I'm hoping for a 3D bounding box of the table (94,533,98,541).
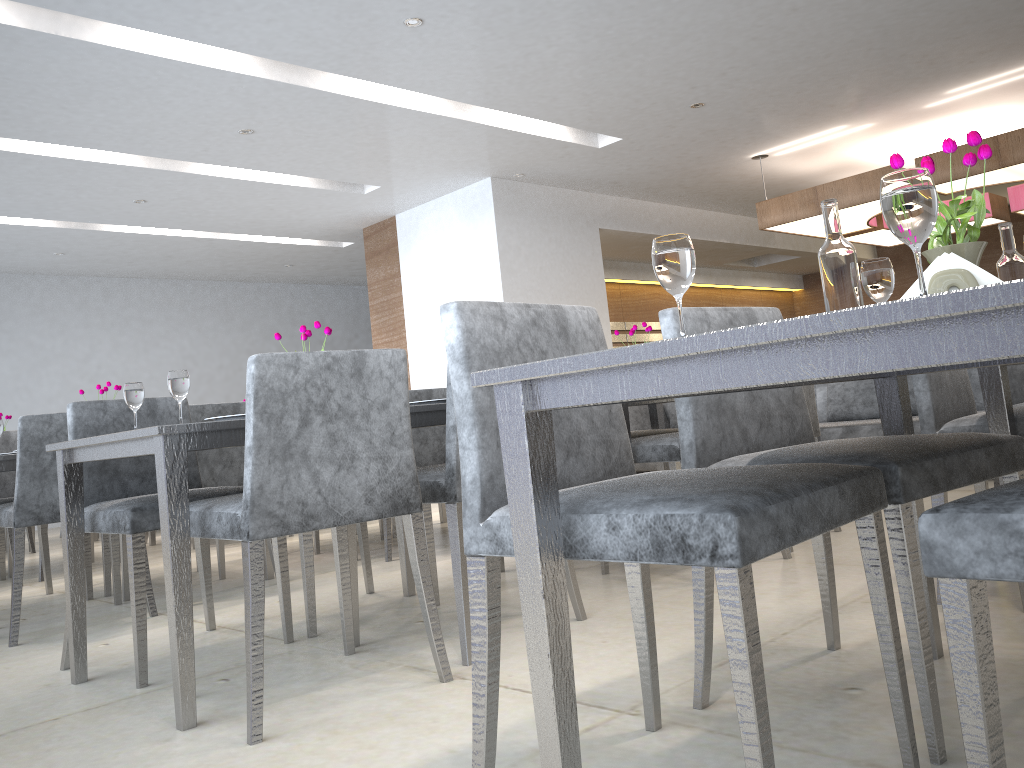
[{"bbox_3d":[-2.983,0.867,7.266,1.190,0.639,0.771,-3,-5,-44],"label":"table"}]

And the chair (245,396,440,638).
[{"bbox_3d":[-0.597,0.376,2.959,0.477,0.769,0.488,-1,-7,-39],"label":"chair"}]

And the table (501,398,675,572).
[{"bbox_3d":[0.550,0.344,3.562,1.190,0.639,0.771,-3,-5,-44],"label":"table"}]

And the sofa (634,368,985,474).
[{"bbox_3d":[2.153,0.262,5.469,0.836,0.633,3.769,-2,-4,-44],"label":"sofa"}]

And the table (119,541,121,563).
[{"bbox_3d":[-2.869,0.759,4.948,1.190,0.639,0.771,-3,-5,-44],"label":"table"}]

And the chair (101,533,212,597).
[{"bbox_3d":[-1.751,0.546,4.168,0.477,0.769,0.488,-1,-7,-39],"label":"chair"}]

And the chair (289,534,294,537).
[{"bbox_3d":[-1.718,0.601,5.556,0.477,0.769,0.488,-1,-7,-39],"label":"chair"}]

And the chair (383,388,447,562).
[{"bbox_3d":[-0.552,0.428,4.334,0.477,0.769,0.488,-1,-7,-39],"label":"chair"}]

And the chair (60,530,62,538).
[{"bbox_3d":[-3.431,0.854,7.340,0.488,0.769,0.477,-11,-7,41],"label":"chair"}]

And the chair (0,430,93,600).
[{"bbox_3d":[-2.151,0.573,3.798,0.488,0.769,0.477,-11,-7,41],"label":"chair"}]

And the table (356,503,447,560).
[{"bbox_3d":[-0.603,0.515,4.772,1.190,0.639,0.771,-3,-5,-44],"label":"table"}]

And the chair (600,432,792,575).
[{"bbox_3d":[0.602,0.257,3.124,0.477,0.769,0.488,-1,-7,-39],"label":"chair"}]

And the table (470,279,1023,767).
[{"bbox_3d":[0.674,0.234,1.233,1.190,0.639,0.771,-3,-5,-44],"label":"table"}]

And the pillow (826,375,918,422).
[{"bbox_3d":[2.282,0.070,5.578,0.181,0.323,0.633,0,-6,-44],"label":"pillow"}]

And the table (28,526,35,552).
[{"bbox_3d":[-4.082,0.939,6.220,1.190,0.639,0.771,-3,-5,-44],"label":"table"}]

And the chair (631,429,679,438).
[{"bbox_3d":[0.503,0.304,4.005,0.477,0.769,0.488,-1,-7,-39],"label":"chair"}]

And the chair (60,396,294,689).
[{"bbox_3d":[-0.997,0.402,2.589,0.488,0.769,0.477,-11,-7,41],"label":"chair"}]

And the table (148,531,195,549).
[{"bbox_3d":[-1.769,0.688,5.994,1.190,0.639,0.771,-3,-5,-44],"label":"table"}]

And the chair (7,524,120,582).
[{"bbox_3d":[-2.476,0.653,4.914,0.488,0.769,0.477,-11,-7,41],"label":"chair"}]

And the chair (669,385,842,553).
[{"bbox_3d":[0.944,0.238,3.528,0.488,0.769,0.477,-11,-7,41],"label":"chair"}]

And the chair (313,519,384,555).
[{"bbox_3d":[-1.051,0.502,4.845,0.488,0.769,0.477,-11,-7,41],"label":"chair"}]

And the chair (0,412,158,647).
[{"bbox_3d":[-1.652,0.499,3.287,0.477,0.769,0.488,-1,-7,-39],"label":"chair"}]

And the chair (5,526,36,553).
[{"bbox_3d":[-3.689,0.833,6.186,0.488,0.769,0.477,-11,-7,41],"label":"chair"}]

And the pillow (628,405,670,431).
[{"bbox_3d":[0.983,0.255,6.588,0.560,0.308,0.187,-3,-6,-43],"label":"pillow"}]

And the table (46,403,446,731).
[{"bbox_3d":[-0.549,0.416,2.516,1.190,0.639,0.771,-3,-5,-44],"label":"table"}]

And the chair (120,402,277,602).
[{"bbox_3d":[-1.310,0.481,3.691,0.488,0.769,0.477,-11,-7,41],"label":"chair"}]

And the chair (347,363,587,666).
[{"bbox_3d":[-0.156,0.310,2.482,0.488,0.769,0.477,-11,-7,41],"label":"chair"}]

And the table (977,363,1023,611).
[{"bbox_3d":[1.817,0.157,2.235,1.190,0.639,0.771,-3,-5,-44],"label":"table"}]

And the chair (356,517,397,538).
[{"bbox_3d":[-0.651,0.475,5.215,0.477,0.769,0.488,-1,-7,-39],"label":"chair"}]

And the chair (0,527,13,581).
[{"bbox_3d":[-2.818,0.672,4.509,0.477,0.769,0.488,-1,-7,-39],"label":"chair"}]

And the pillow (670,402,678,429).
[{"bbox_3d":[1.413,0.199,6.490,0.181,0.323,0.633,0,-6,-43],"label":"pillow"}]

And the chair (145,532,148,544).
[{"bbox_3d":[-2.217,0.674,6.067,0.488,0.769,0.477,-11,-7,41],"label":"chair"}]

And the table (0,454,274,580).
[{"bbox_3d":[-1.703,0.586,3.725,1.190,0.639,0.771,-3,-5,-44],"label":"table"}]
